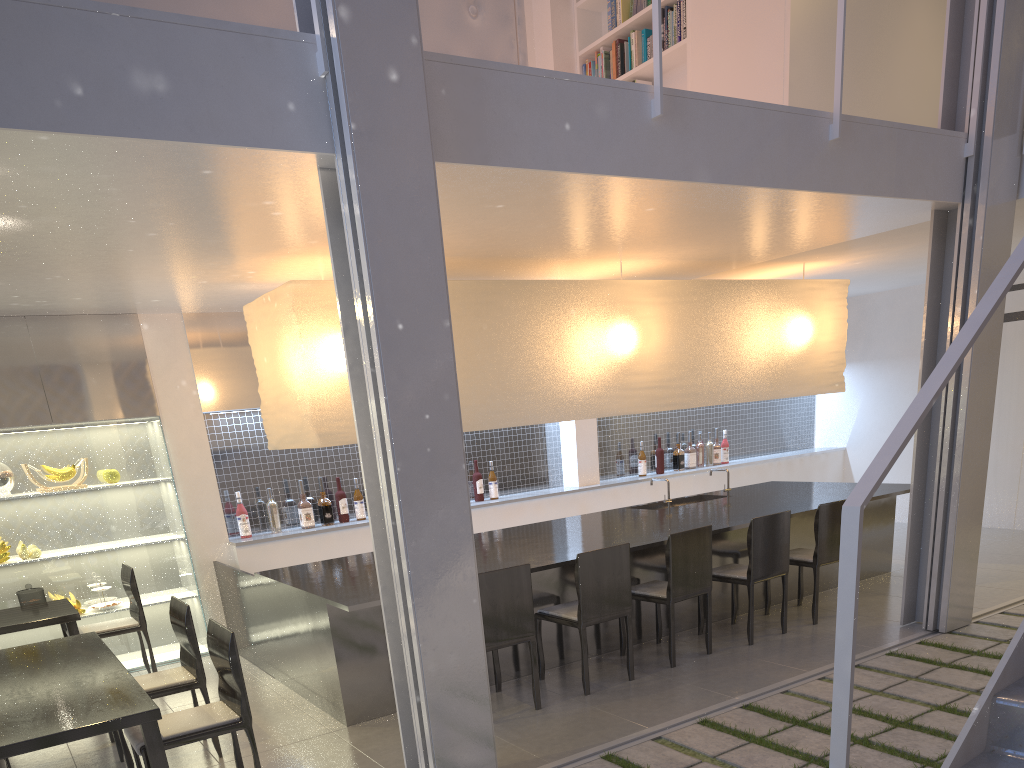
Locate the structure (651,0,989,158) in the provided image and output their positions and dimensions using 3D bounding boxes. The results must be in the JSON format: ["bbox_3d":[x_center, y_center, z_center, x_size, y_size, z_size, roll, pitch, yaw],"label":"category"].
[{"bbox_3d":[0.510,-0.857,1.730,1.652,0.608,0.026,-6,16,-30],"label":"structure"}]

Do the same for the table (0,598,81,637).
[{"bbox_3d":[-1.605,0.924,2.727,0.341,0.357,0.345,-11,10,-32],"label":"table"}]

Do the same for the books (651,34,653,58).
[{"bbox_3d":[0.575,-1.307,3.225,0.061,0.107,0.019,-12,18,-29],"label":"books"}]

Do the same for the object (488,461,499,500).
[{"bbox_3d":[-0.089,0.446,3.800,0.042,0.195,0.038,4,19,27],"label":"object"}]

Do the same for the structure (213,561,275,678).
[{"bbox_3d":[-0.985,0.854,3.025,0.011,0.393,0.538,-17,11,-34],"label":"structure"}]

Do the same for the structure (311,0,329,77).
[{"bbox_3d":[-1.038,-0.741,0.829,1.650,0.608,0.026,-6,16,-30],"label":"structure"}]

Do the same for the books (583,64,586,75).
[{"bbox_3d":[0.348,-1.290,3.526,0.092,0.139,0.014,-11,18,-28],"label":"books"}]

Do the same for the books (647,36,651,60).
[{"bbox_3d":[0.563,-1.305,3.242,0.061,0.107,0.019,-12,18,-29],"label":"books"}]

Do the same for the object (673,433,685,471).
[{"bbox_3d":[0.885,0.361,4.369,0.044,0.219,0.043,-15,20,-31],"label":"object"}]

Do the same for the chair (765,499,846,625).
[{"bbox_3d":[1.066,0.629,2.958,0.184,0.472,0.226,-14,17,-30],"label":"chair"}]

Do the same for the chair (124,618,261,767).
[{"bbox_3d":[-0.718,0.760,1.820,0.230,0.472,0.181,-13,17,-31],"label":"chair"}]

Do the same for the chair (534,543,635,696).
[{"bbox_3d":[0.209,0.694,2.471,0.183,0.472,0.228,-15,17,-34],"label":"chair"}]

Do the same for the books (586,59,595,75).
[{"bbox_3d":[0.358,-1.298,3.514,0.086,0.153,0.014,-12,19,-28],"label":"books"}]

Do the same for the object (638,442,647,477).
[{"bbox_3d":[0.672,0.389,4.248,0.042,0.195,0.038,4,19,27],"label":"object"}]

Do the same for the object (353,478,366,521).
[{"bbox_3d":[-1.658,0.501,2.879,2.362,0.326,0.054,-5,15,-29],"label":"object"}]

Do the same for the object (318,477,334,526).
[{"bbox_3d":[-1.629,0.500,2.889,2.018,0.320,0.098,-5,14,-28],"label":"object"}]

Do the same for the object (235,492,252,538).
[{"bbox_3d":[-1.403,0.172,2.089,1.783,0.880,1.627,-7,3,-34],"label":"object"}]

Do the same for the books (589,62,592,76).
[{"bbox_3d":[0.371,-1.290,3.496,0.089,0.133,0.019,-11,18,-29],"label":"books"}]

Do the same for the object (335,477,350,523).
[{"bbox_3d":[-1.607,0.500,2.934,2.083,0.320,0.062,-5,15,-30],"label":"object"}]

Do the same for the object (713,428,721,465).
[{"bbox_3d":[1.119,0.343,4.501,0.046,0.218,0.042,-2,17,9],"label":"object"}]

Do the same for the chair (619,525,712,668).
[{"bbox_3d":[0.487,0.673,2.645,0.182,0.472,0.229,-17,18,-37],"label":"chair"}]

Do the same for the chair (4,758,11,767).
[{"bbox_3d":[-1.333,0.822,1.920,0.230,0.472,0.181,-13,17,-31],"label":"chair"}]

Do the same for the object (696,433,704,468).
[{"bbox_3d":[1.017,0.360,4.452,0.046,0.201,0.041,-1,17,13],"label":"object"}]

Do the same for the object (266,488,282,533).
[{"bbox_3d":[-1.740,0.510,2.855,1.820,0.321,0.042,-5,15,-29],"label":"object"}]

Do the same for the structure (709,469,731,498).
[{"bbox_3d":[0.883,0.424,3.517,0.033,0.133,0.108,-16,14,-34],"label":"structure"}]

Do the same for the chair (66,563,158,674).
[{"bbox_3d":[-1.418,0.863,2.879,0.230,0.472,0.181,-13,17,-31],"label":"chair"}]

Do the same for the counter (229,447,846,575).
[{"bbox_3d":[0.428,0.730,4.179,3.531,0.480,0.219,-5,12,-30],"label":"counter"}]

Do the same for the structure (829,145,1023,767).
[{"bbox_3d":[1.084,-0.202,1.411,1.881,2.118,1.134,-12,15,-37],"label":"structure"}]

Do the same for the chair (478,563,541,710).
[{"bbox_3d":[-0.077,0.716,2.309,0.184,0.472,0.227,-14,17,-30],"label":"chair"}]

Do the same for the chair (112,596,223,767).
[{"bbox_3d":[-0.940,0.793,2.149,0.230,0.472,0.181,-13,17,-31],"label":"chair"}]

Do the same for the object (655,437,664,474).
[{"bbox_3d":[0.769,0.374,4.285,0.044,0.208,0.042,-19,22,-39],"label":"object"}]

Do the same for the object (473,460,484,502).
[{"bbox_3d":[-0.157,0.445,3.776,0.044,0.208,0.042,-19,22,-39],"label":"object"}]

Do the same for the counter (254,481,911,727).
[{"bbox_3d":[0.436,0.714,3.083,2.446,0.404,0.790,-5,2,-31],"label":"counter"}]

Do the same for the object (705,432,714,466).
[{"bbox_3d":[1.072,0.355,4.466,0.044,0.201,0.043,-15,20,-31],"label":"object"}]

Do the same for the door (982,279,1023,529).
[{"bbox_3d":[-0.131,0.350,3.385,5.440,1.310,0.440,-5,15,-18],"label":"door"}]

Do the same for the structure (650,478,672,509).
[{"bbox_3d":[0.599,0.446,3.352,0.033,0.133,0.108,-16,14,-34],"label":"structure"}]

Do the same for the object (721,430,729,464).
[{"bbox_3d":[1.173,0.347,4.533,0.043,0.200,0.040,-11,18,-19],"label":"object"}]

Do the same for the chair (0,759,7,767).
[{"bbox_3d":[-1.111,0.790,1.591,0.230,0.472,0.181,-13,17,-31],"label":"chair"}]

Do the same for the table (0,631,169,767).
[{"bbox_3d":[-1.063,0.845,1.926,0.340,0.349,0.890,-11,4,-34],"label":"table"}]

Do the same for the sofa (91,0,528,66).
[{"bbox_3d":[-0.509,-0.712,1.819,0.956,0.399,0.482,-6,6,-31],"label":"sofa"}]

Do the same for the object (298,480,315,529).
[{"bbox_3d":[-1.669,0.503,2.866,1.939,0.321,0.043,-5,15,-30],"label":"object"}]

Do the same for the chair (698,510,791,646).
[{"bbox_3d":[0.781,0.651,2.795,0.183,0.472,0.228,-16,18,-34],"label":"chair"}]

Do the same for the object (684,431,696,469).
[{"bbox_3d":[0.956,0.356,4.414,0.045,0.218,0.043,-15,20,-29],"label":"object"}]
